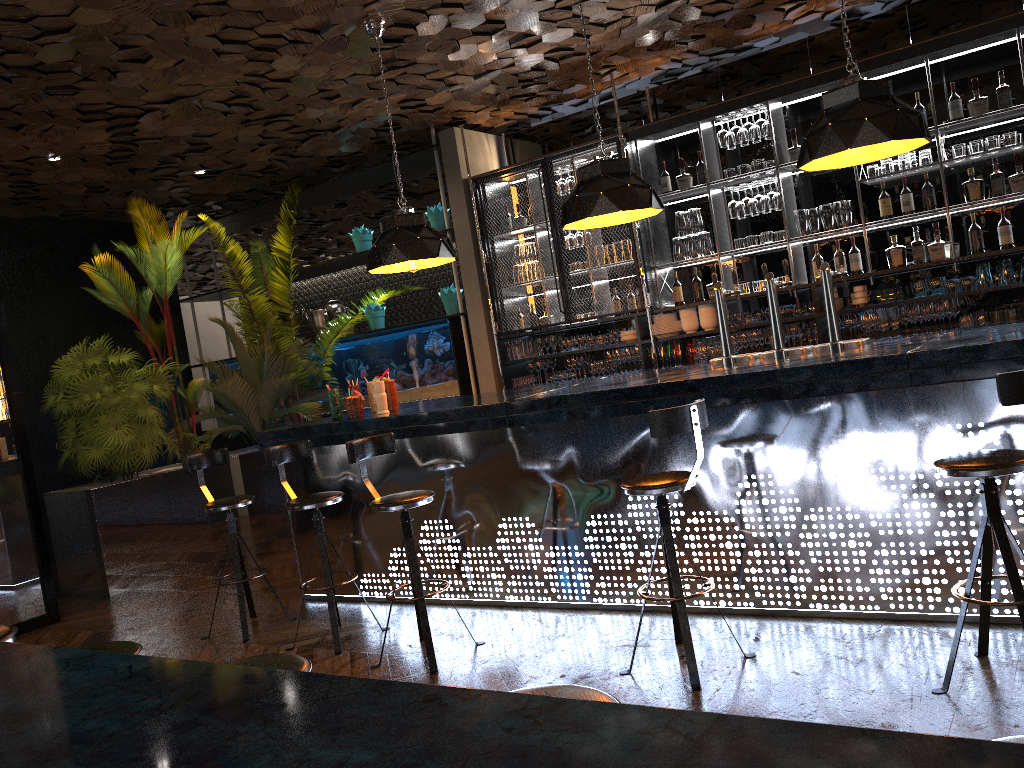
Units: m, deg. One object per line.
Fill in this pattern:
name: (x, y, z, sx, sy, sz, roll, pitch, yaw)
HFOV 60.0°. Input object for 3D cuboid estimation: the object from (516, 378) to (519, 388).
object: (0.054, -0.007, 8.373, 0.033, 0.101, 0.033, -9, 2, 14)

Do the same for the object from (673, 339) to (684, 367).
object: (1.407, -0.257, 7.443, 0.073, 0.229, 0.073, -8, 2, 23)

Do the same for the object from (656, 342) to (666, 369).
object: (1.296, -0.247, 7.675, 0.073, 0.229, 0.073, -8, 2, 23)

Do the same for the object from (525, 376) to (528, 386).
object: (0.143, -0.026, 8.511, 0.033, 0.101, 0.033, -8, 2, 18)

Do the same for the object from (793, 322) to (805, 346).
object: (2.314, -0.383, 7.112, 0.092, 0.218, 0.092, -9, 2, -6)

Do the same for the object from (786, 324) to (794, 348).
object: (2.262, -0.376, 7.146, 0.092, 0.218, 0.092, -9, 2, -6)

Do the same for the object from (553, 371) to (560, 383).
object: (0.418, -0.063, 8.201, 0.093, 0.101, 0.093, -9, 2, -5)

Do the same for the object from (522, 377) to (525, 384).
object: (0.116, -0.018, 8.392, 0.031, 0.098, 0.031, -9, 2, -5)

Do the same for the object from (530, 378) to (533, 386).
object: (0.191, -0.021, 8.418, 0.034, 0.080, 0.034, -8, 2, 16)

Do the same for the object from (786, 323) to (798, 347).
object: (2.193, -0.356, 6.904, 0.092, 0.218, 0.092, -9, 2, -6)

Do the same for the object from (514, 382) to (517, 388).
object: (0.031, -0.004, 8.409, 0.028, 0.097, 0.028, -9, 2, -7)

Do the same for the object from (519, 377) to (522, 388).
object: (0.074, -0.011, 8.405, 0.033, 0.101, 0.033, -8, 2, 25)

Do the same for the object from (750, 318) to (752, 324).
object: (1.908, -0.507, 7.145, 0.049, 0.048, 0.044, -10, 2, -24)

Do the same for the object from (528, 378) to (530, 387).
object: (0.161, -0.015, 8.380, 0.034, 0.080, 0.034, -7, 3, 42)

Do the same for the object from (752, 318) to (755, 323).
object: (1.942, -0.514, 7.182, 0.049, 0.048, 0.044, -8, 2, 21)

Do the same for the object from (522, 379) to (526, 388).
object: (0.114, -0.004, 8.305, 0.034, 0.080, 0.034, -9, 2, -2)

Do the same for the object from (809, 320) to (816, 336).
object: (2.378, -0.387, 6.945, 0.071, 0.217, 0.071, -7, 3, 42)

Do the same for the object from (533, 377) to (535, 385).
object: (0.212, -0.026, 8.453, 0.034, 0.080, 0.034, -8, 3, 33)

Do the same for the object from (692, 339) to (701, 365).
object: (1.533, -0.268, 7.438, 0.082, 0.213, 0.082, -8, 2, 26)

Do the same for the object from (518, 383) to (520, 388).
object: (0.066, -0.012, 8.464, 0.028, 0.097, 0.028, -8, 3, 31)

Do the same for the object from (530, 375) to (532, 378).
object: (0.195, -0.035, 8.517, 0.031, 0.098, 0.031, -9, 2, -9)

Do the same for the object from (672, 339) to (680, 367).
object: (1.405, -0.259, 7.532, 0.073, 0.229, 0.073, -8, 2, 23)

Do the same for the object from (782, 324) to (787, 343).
object: (2.138, -0.355, 7.000, 0.071, 0.226, 0.071, -9, 2, 6)

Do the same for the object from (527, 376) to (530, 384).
object: (0.156, -0.026, 8.454, 0.031, 0.098, 0.031, -11, 3, -34)

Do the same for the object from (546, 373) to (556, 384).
object: (0.361, -0.050, 8.113, 0.093, 0.101, 0.093, -9, 2, 2)

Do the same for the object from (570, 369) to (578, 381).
object: (0.563, -0.087, 8.226, 0.093, 0.101, 0.093, -11, 3, -41)

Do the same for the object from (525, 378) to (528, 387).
object: (0.140, -0.010, 8.346, 0.034, 0.080, 0.034, -9, 2, 1)

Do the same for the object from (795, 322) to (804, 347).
object: (2.265, -0.371, 6.985, 0.092, 0.218, 0.092, -9, 2, -6)

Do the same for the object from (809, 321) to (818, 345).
object: (2.339, -0.376, 6.825, 0.071, 0.217, 0.071, -7, 3, 42)

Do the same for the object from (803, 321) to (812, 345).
object: (2.309, -0.374, 6.892, 0.071, 0.217, 0.071, -7, 3, 42)

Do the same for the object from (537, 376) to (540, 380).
object: (0.261, -0.036, 8.528, 0.034, 0.080, 0.034, -7, 3, 44)

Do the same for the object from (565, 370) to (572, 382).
object: (0.503, -0.074, 8.145, 0.093, 0.101, 0.093, -11, 3, -35)

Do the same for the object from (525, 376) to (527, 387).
object: (0.133, -0.021, 8.421, 0.031, 0.098, 0.031, -10, 2, -11)

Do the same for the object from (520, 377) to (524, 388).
object: (0.091, -0.012, 8.361, 0.031, 0.098, 0.031, -9, 2, 7)

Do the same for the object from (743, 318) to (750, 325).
object: (1.879, -0.500, 7.097, 0.044, 0.048, 0.049, -10, 2, -14)

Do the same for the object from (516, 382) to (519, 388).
object: (0.048, -0.008, 8.437, 0.028, 0.097, 0.028, -10, 3, -31)

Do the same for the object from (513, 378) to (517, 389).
object: (0.028, -0.001, 8.336, 0.033, 0.101, 0.033, -10, 3, -32)

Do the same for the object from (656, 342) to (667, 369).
object: (1.287, -0.243, 7.590, 0.073, 0.229, 0.073, -8, 2, 23)

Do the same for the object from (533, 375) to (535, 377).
object: (0.213, -0.039, 8.547, 0.031, 0.098, 0.031, -7, 3, 38)

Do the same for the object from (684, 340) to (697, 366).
object: (1.482, -0.257, 7.365, 0.082, 0.213, 0.082, -10, 2, -27)

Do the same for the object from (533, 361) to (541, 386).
object: (0.245, -0.103, 8.317, 0.091, 0.227, 0.091, -10, 2, -17)

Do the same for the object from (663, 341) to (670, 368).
object: (1.351, -0.260, 7.767, 0.073, 0.229, 0.073, -8, 2, 23)

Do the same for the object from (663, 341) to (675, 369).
object: (1.329, -0.246, 7.501, 0.073, 0.229, 0.073, -8, 2, 23)

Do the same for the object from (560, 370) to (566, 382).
object: (0.476, -0.075, 8.287, 0.093, 0.101, 0.093, -8, 2, 20)

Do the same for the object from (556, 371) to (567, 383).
object: (0.451, -0.062, 8.053, 0.093, 0.101, 0.093, -9, 2, -4)

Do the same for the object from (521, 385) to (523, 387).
object: (0.085, -0.016, 8.496, 0.028, 0.097, 0.028, -10, 3, -32)

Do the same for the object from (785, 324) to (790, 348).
object: (2.198, -0.363, 7.061, 0.092, 0.218, 0.092, -9, 2, -6)

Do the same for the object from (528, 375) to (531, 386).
object: (0.169, -0.032, 8.547, 0.033, 0.101, 0.033, -10, 2, -27)

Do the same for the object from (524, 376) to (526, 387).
object: (0.119, -0.021, 8.476, 0.033, 0.101, 0.033, -7, 3, 39)

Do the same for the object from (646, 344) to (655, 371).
object: (1.198, -0.228, 7.565, 0.073, 0.229, 0.073, -8, 2, 23)

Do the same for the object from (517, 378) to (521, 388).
object: (0.071, -0.008, 8.328, 0.031, 0.098, 0.031, -10, 2, -18)

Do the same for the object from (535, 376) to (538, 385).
object: (0.235, -0.031, 8.490, 0.034, 0.080, 0.034, -7, 3, 43)

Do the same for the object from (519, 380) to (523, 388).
object: (0.091, 0.001, 8.268, 0.034, 0.080, 0.034, -11, 3, -43)

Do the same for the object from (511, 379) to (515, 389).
object: (0.011, 0.000, 8.382, 0.028, 0.097, 0.028, -8, 2, 24)

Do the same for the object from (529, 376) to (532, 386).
object: (0.176, -0.031, 8.483, 0.031, 0.098, 0.031, -10, 2, -24)

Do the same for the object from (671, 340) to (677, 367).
object: (1.395, -0.261, 7.617, 0.073, 0.229, 0.073, -8, 2, 23)

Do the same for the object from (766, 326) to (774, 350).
object: (2.055, -0.342, 7.007, 0.071, 0.226, 0.071, -9, 2, 6)
